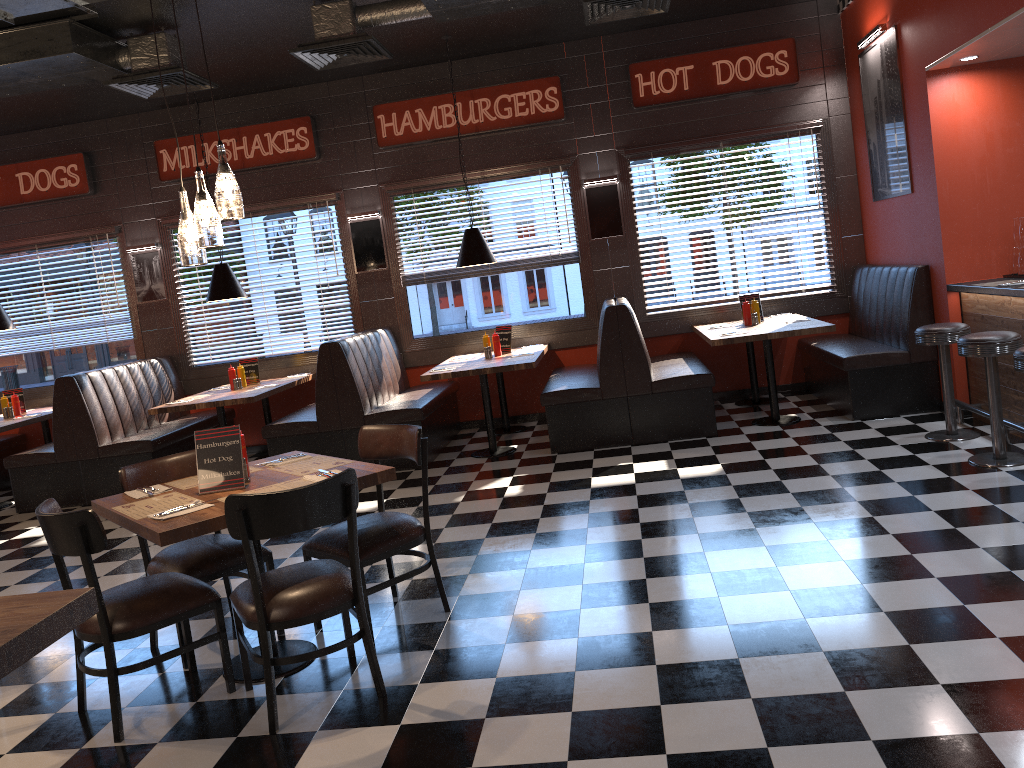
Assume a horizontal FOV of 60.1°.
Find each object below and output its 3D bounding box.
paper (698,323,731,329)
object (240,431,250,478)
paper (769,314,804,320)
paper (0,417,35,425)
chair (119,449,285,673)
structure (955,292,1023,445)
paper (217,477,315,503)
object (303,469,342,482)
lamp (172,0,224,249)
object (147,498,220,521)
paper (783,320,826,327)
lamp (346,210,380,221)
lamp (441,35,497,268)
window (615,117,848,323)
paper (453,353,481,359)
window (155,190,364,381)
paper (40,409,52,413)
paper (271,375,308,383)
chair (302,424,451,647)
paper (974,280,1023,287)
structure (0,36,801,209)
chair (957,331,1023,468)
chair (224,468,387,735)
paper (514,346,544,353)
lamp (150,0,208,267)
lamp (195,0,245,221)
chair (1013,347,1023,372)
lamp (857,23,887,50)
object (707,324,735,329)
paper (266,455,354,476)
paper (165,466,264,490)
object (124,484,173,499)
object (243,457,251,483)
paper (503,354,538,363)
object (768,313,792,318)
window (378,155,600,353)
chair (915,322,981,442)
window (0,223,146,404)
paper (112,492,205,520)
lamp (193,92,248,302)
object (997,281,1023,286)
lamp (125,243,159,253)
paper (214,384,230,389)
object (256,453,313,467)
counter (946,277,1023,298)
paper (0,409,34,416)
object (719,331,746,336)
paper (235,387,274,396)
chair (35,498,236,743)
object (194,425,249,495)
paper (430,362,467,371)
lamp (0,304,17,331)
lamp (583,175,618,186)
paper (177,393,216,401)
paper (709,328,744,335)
[{"bbox_3d":[1.883,-0.541,8.255,0.261,0.001,0.367,-7,7,7],"label":"paper"},{"bbox_3d":[-1.190,0.295,3.852,0.068,0.237,0.068,-12,6,-40],"label":"object"},{"bbox_3d":[2.516,-0.613,8.142,0.261,0.001,0.367,-7,7,7],"label":"paper"},{"bbox_3d":[-4.621,0.349,8.181,0.261,0.001,0.367,-7,7,9],"label":"paper"},{"bbox_3d":[-1.446,0.766,4.087,0.489,0.864,0.544,-12,7,-43],"label":"chair"},{"bbox_3d":[2.907,0.306,3.061,0.215,1.035,7.075,-7,7,7],"label":"structure"},{"bbox_3d":[-0.946,0.425,3.500,0.367,0.001,0.261,-13,8,-35],"label":"paper"},{"bbox_3d":[-0.764,0.373,3.654,0.158,0.019,0.255,-12,8,-35],"label":"object"},{"bbox_3d":[-1.347,-1.518,3.501,0.108,1.959,0.109,-8,4,-6],"label":"lamp"},{"bbox_3d":[-1.245,0.472,3.382,0.256,0.019,0.157,-14,9,-43],"label":"object"},{"bbox_3d":[2.420,-0.500,7.332,0.261,0.001,0.367,-7,7,3],"label":"paper"},{"bbox_3d":[-1.497,-1.697,8.919,0.334,0.056,0.081,-7,6,7],"label":"lamp"},{"bbox_3d":[-0.456,-2.082,7.948,0.383,2.037,0.382,-11,5,-34],"label":"lamp"},{"bbox_3d":[2.123,-1.571,8.629,2.025,1.708,0.128,-7,4,7],"label":"window"},{"bbox_3d":[-0.442,-0.267,8.593,0.261,0.001,0.367,-7,7,5],"label":"paper"},{"bbox_3d":[-2.583,-1.005,9.204,2.025,1.708,0.128,-7,4,7],"label":"window"},{"bbox_3d":[-4.538,0.245,8.941,0.261,0.001,0.367,-7,7,8],"label":"paper"},{"bbox_3d":[-2.199,-0.049,8.750,0.261,0.001,0.367,-7,7,9],"label":"paper"},{"bbox_3d":[-0.629,0.657,4.073,0.547,0.864,0.486,-13,7,-43],"label":"chair"},{"bbox_3d":[3.289,-0.677,5.948,0.261,0.001,0.367,-7,7,8],"label":"paper"},{"bbox_3d":[-2.866,-2.368,8.988,11.253,0.437,0.120,-7,5,7],"label":"structure"},{"bbox_3d":[2.886,0.077,5.300,0.350,0.772,0.348,-11,6,-33],"label":"chair"},{"bbox_3d":[-0.808,0.767,3.372,0.488,0.864,0.545,-10,6,-26],"label":"chair"},{"bbox_3d":[0.164,-0.326,8.403,0.261,0.001,0.367,-7,7,8],"label":"paper"},{"bbox_3d":[-1.439,-1.455,3.576,0.109,1.959,0.108,-11,5,-36],"label":"lamp"},{"bbox_3d":[-1.293,-1.652,3.601,0.108,1.959,0.109,-8,4,-1],"label":"lamp"},{"bbox_3d":[2.804,0.180,4.556,0.350,0.772,0.348,-11,6,-33],"label":"chair"},{"bbox_3d":[2.987,-2.877,7.342,0.081,0.056,0.613,-7,7,7],"label":"lamp"},{"bbox_3d":[1.896,-0.522,8.018,0.255,0.019,0.158,-8,7,1],"label":"object"},{"bbox_3d":[-0.903,0.363,3.959,0.262,0.001,0.365,-13,9,-37],"label":"paper"},{"bbox_3d":[-1.345,0.418,4.002,0.367,0.001,0.261,-13,9,-38],"label":"paper"},{"bbox_3d":[-1.565,0.461,3.826,0.158,0.019,0.255,-13,9,-37],"label":"object"},{"bbox_3d":[-1.169,0.356,3.760,0.094,0.135,0.047,-8,5,-3],"label":"object"},{"bbox_3d":[0.074,-0.221,7.644,0.261,0.001,0.367,-7,7,9],"label":"paper"},{"bbox_3d":[2.518,-0.652,8.387,0.255,0.019,0.158,-6,7,10],"label":"object"},{"bbox_3d":[-0.230,-1.288,8.917,2.025,1.708,0.128,-7,4,7],"label":"window"},{"bbox_3d":[2.968,-0.025,6.044,0.350,0.772,0.348,-11,6,-38],"label":"chair"},{"bbox_3d":[-4.936,-0.721,9.492,2.025,1.708,0.128,-7,4,7],"label":"window"},{"bbox_3d":[-1.418,0.484,3.544,0.262,0.001,0.365,-13,9,-38],"label":"paper"},{"bbox_3d":[-2.812,-1.798,8.236,0.382,2.037,0.383,-9,5,-12],"label":"lamp"},{"bbox_3d":[3.295,-0.659,5.724,0.255,0.019,0.158,-7,7,3],"label":"object"},{"bbox_3d":[-3.843,-1.414,9.206,0.334,0.056,0.081,-7,6,7],"label":"lamp"},{"bbox_3d":[-2.827,0.020,8.885,0.261,0.001,0.367,-7,7,8],"label":"paper"},{"bbox_3d":[-1.073,0.356,4.138,0.256,0.019,0.157,-12,8,-34],"label":"object"},{"bbox_3d":[3.139,-0.267,2.982,0.675,0.050,7.075,-7,7,7],"label":"counter"},{"bbox_3d":[-5.146,0.304,9.125,0.261,0.001,0.367,-7,7,5],"label":"paper"},{"bbox_3d":[1.826,-0.418,7.249,0.255,0.019,0.158,-7,7,6],"label":"object"},{"bbox_3d":[-2.299,0.064,7.943,0.261,0.001,0.367,-7,7,5],"label":"paper"},{"bbox_3d":[-1.498,0.847,3.486,0.547,0.864,0.486,-12,7,-43],"label":"chair"},{"bbox_3d":[-1.204,0.312,3.649,0.188,0.256,0.072,-8,5,-3],"label":"object"},{"bbox_3d":[-0.553,-0.154,7.787,0.261,0.001,0.367,-7,7,9],"label":"paper"},{"bbox_3d":[-5.160,-1.516,8.523,0.382,2.037,0.383,-9,5,-12],"label":"lamp"},{"bbox_3d":[0.863,-1.981,8.630,0.334,0.056,0.081,-7,6,7],"label":"lamp"},{"bbox_3d":[-2.907,0.124,8.125,0.261,0.001,0.367,-7,7,8],"label":"paper"},{"bbox_3d":[1.829,-0.446,7.545,0.261,0.001,0.367,-7,7,6],"label":"paper"}]
